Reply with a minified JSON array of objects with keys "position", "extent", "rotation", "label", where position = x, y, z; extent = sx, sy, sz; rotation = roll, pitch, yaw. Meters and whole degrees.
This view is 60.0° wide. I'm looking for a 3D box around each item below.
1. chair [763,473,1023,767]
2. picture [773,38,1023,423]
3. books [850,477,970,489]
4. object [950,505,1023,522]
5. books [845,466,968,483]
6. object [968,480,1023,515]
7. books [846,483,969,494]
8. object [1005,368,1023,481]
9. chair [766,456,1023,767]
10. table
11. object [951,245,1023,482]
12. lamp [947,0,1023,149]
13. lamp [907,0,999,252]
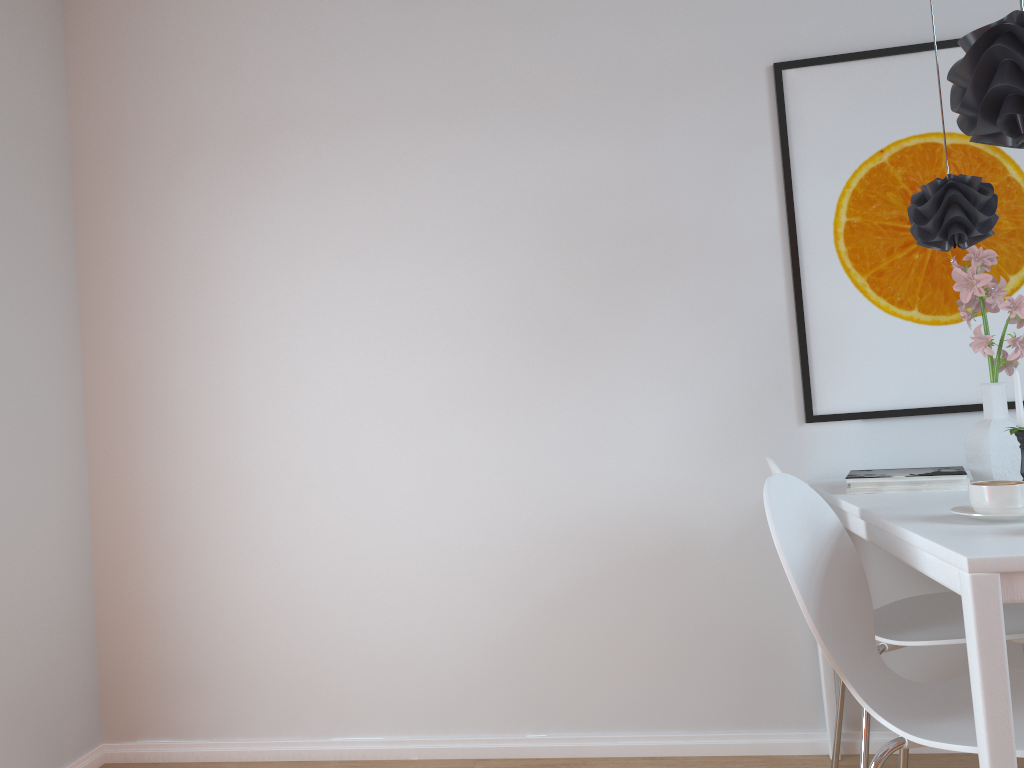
[{"position":[0.811,0.582,1.528],"extent":[0.654,0.871,0.497],"rotation":[-6,-3,33],"label":"chair"},{"position":[1.199,-0.443,2.505],"extent":[0.804,1.053,0.017],"rotation":[-5,-3,9],"label":"picture"},{"position":[0.959,0.232,2.154],"extent":[0.256,0.014,0.189],"rotation":[-5,-2,22],"label":"books"},{"position":[0.877,0.234,1.589],"extent":[0.162,0.020,0.158],"rotation":[-5,-2,23],"label":"object"},{"position":[0.953,0.219,2.149],"extent":[0.260,0.012,0.204],"rotation":[-5,-2,25],"label":"books"},{"position":[0.875,0.206,1.593],"extent":[0.095,0.064,0.098],"rotation":[-5,-2,12],"label":"object"},{"position":[0.957,0.247,2.156],"extent":[0.262,0.014,0.189],"rotation":[-5,-2,24],"label":"books"},{"position":[1.127,0.086,1.962],"extent":[0.078,0.298,0.080],"rotation":[-2,-3,-41],"label":"object"},{"position":[0.982,0.588,2.120],"extent":[0.650,0.871,0.500],"rotation":[-5,-2,14],"label":"chair"},{"position":[1.178,0.613,1.814],"extent":[0.838,0.771,1.267],"rotation":[-5,-2,8],"label":"table"},{"position":[1.168,-0.054,2.120],"extent":[0.180,0.580,0.177],"rotation":[-6,-3,35],"label":"object"},{"position":[1.047,-1.148,1.883],"extent":[0.291,1.295,0.299],"rotation":[-3,-3,-35],"label":"lamp"},{"position":[0.881,-1.033,1.907],"extent":[0.171,1.506,0.167],"rotation":[-6,-3,25],"label":"lamp"}]
